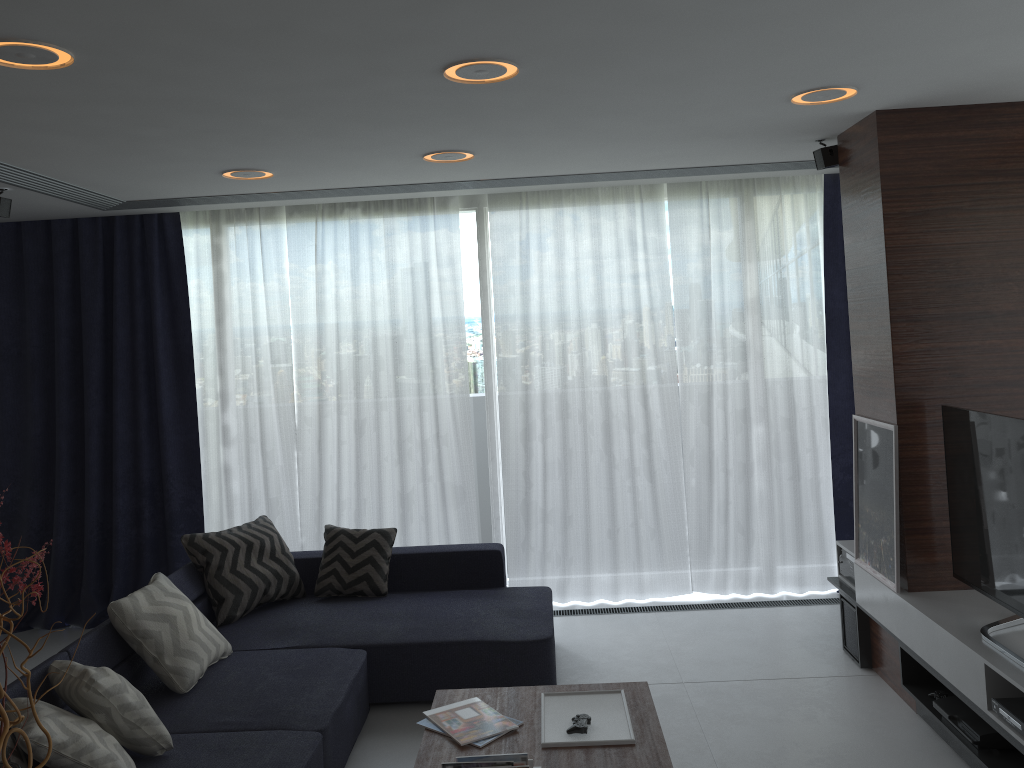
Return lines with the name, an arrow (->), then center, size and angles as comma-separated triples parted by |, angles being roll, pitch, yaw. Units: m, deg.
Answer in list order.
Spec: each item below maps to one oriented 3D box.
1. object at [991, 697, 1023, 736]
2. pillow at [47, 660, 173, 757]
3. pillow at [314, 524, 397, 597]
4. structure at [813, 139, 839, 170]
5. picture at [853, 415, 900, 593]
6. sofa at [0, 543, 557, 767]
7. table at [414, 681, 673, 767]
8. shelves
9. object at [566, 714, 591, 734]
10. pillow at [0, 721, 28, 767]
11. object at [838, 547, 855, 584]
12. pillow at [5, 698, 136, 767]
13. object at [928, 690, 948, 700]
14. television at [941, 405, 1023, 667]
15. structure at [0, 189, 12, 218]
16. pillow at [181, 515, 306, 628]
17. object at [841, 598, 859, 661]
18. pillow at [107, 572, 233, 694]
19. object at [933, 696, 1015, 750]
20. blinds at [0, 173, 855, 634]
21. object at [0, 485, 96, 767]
object -> 1.756, 1.074, 2.720 | 0.335, 0.053, 0.431 | -3, 3, 2
pillow -> -1.396, 1.110, 3.051 | 0.281, 0.352, 0.417 | -3, 1, -45
pillow -> -0.851, 0.960, 4.804 | 0.414, 0.345, 0.286 | -3, 0, 7
structure -> 1.555, -1.133, 4.359 | 0.114, 0.142, 0.084 | -3, -1, -8
picture -> 1.630, 0.512, 3.968 | 0.053, 0.702, 0.500 | -3, 0, 2
sofa -> -0.771, 1.213, 3.609 | 1.898, 0.608, 2.875 | -3, 3, 2
table -> 0.105, 1.331, 2.945 | 0.805, 0.353, 0.801 | -3, 2, 2
shelves -> 2.052, 1.122, 3.445 | 0.872, 0.499, 2.351 | -3, 3, 2
object -> 0.225, 1.137, 2.964 | 0.070, 0.036, 0.112 | -2, 3, 15
pillow -> -1.486, 1.115, 2.547 | 0.222, 0.386, 0.414 | -3, 1, -28
object -> 1.873, 0.923, 4.420 | 0.368, 0.150, 0.370 | -3, 2, 2
pillow -> -1.378, 1.133, 2.767 | 0.331, 0.295, 0.415 | -4, 2, -36
object -> 1.697, 1.244, 3.502 | 0.070, 0.036, 0.112 | -2, 3, 15
television -> 1.797, 0.515, 3.013 | 0.297, 0.786, 1.231 | -3, 2, 2
structure -> -2.617, -0.916, 4.489 | 0.114, 0.142, 0.084 | -3, -1, 7
pillow -> -1.404, 1.008, 4.664 | 0.354, 0.519, 0.599 | -3, 1, 32
object -> 1.780, 1.196, 4.322 | 0.254, 0.251, 0.213 | -3, 0, 2
pillow -> -1.436, 1.043, 3.736 | 0.342, 0.388, 0.495 | -3, 1, 2
object -> 1.773, 1.238, 3.245 | 0.313, 0.067, 0.314 | -3, 3, 2
blinds -> -0.294, 0.148, 2.849 | 7.130, 2.776, 5.805 | -3, 2, 6
object -> -0.697, 0.518, 1.243 | 0.198, 0.736, 0.387 | -3, -1, -17
